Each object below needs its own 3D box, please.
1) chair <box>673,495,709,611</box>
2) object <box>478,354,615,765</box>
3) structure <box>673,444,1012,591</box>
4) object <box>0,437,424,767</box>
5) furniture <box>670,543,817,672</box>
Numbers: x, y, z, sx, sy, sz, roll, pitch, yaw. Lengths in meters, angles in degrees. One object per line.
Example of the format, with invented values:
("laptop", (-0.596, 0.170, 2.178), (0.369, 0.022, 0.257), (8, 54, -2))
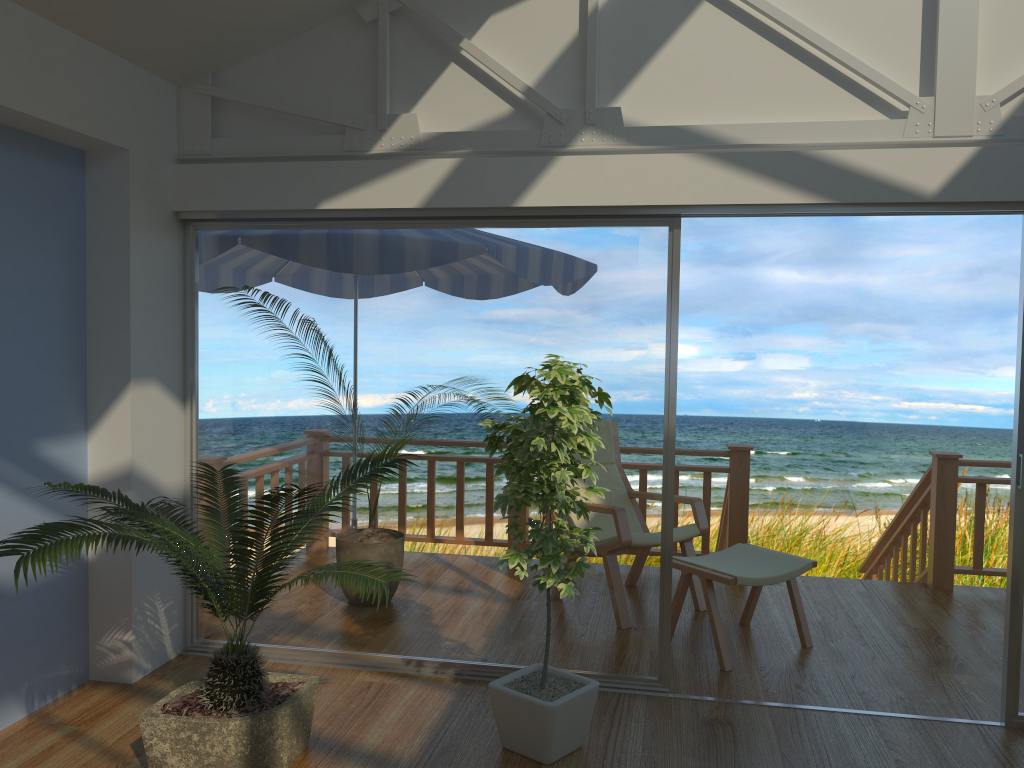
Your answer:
("chair", (0.583, 0.730, 5.005), (0.632, 0.982, 0.859), (-1, 3, -34))
("object", (0.150, 0.601, 3.129), (0.495, 1.409, 0.699), (0, 3, -16))
("structure", (2.027, 1.273, 5.612), (6.950, 2.064, 4.086), (1, 3, 10))
("object", (-1.017, 0.745, 3.041), (1.413, 1.093, 1.488), (1, 3, -7))
("furniture", (1.087, 1.051, 4.278), (0.619, 0.427, 0.449), (-1, 3, -34))
